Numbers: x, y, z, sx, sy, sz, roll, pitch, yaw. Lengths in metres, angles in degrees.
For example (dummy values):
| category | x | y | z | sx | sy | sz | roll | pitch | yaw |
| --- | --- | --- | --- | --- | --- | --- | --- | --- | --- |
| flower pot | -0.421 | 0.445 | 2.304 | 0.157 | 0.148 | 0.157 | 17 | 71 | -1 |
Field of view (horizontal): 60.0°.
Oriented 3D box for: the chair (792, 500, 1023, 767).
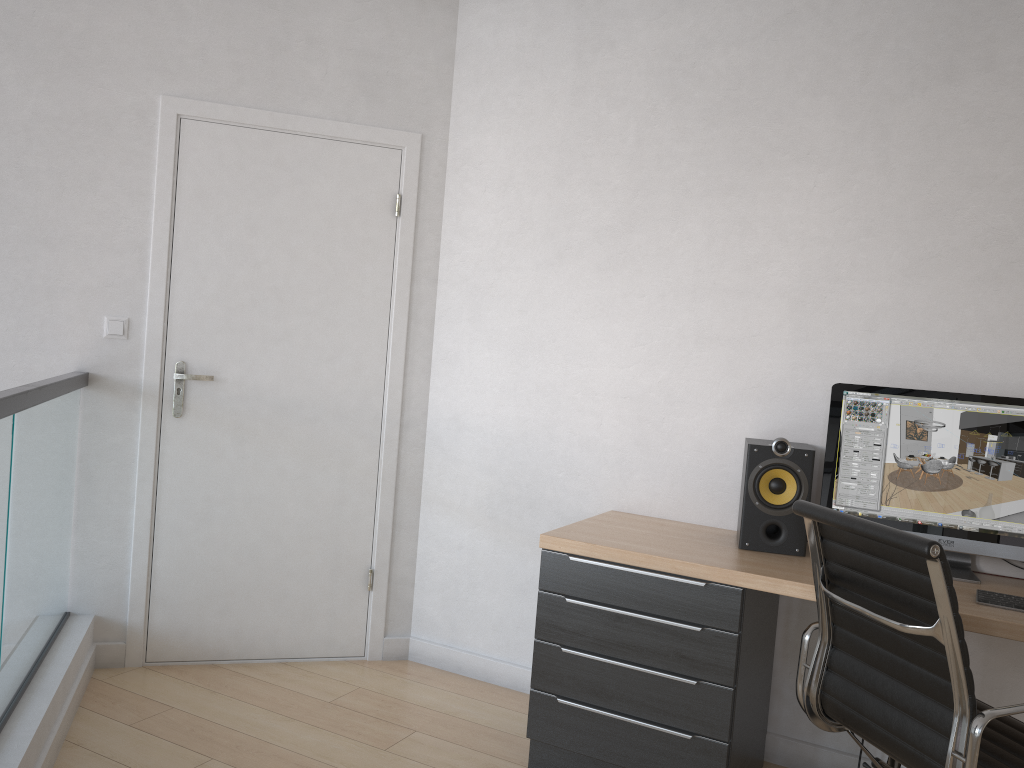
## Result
| category | x | y | z | sx | sy | sz | roll | pitch | yaw |
| --- | --- | --- | --- | --- | --- | --- | --- | --- | --- |
| chair | 1.010 | 0.811 | 2.114 | 0.699 | 0.991 | 0.664 | 4 | 2 | -11 |

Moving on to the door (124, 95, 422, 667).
| category | x | y | z | sx | sy | sz | roll | pitch | yaw |
| --- | --- | --- | --- | --- | --- | --- | --- | --- | --- |
| door | -0.910 | 0.034 | 3.439 | 0.974 | 2.136 | 0.085 | 4 | 2 | -17 |

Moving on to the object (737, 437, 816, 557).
| category | x | y | z | sx | sy | sz | roll | pitch | yaw |
| --- | --- | --- | --- | --- | --- | --- | --- | --- | --- |
| object | 0.833 | 0.339 | 2.814 | 0.198 | 0.354 | 0.249 | 5 | 2 | 13 |
